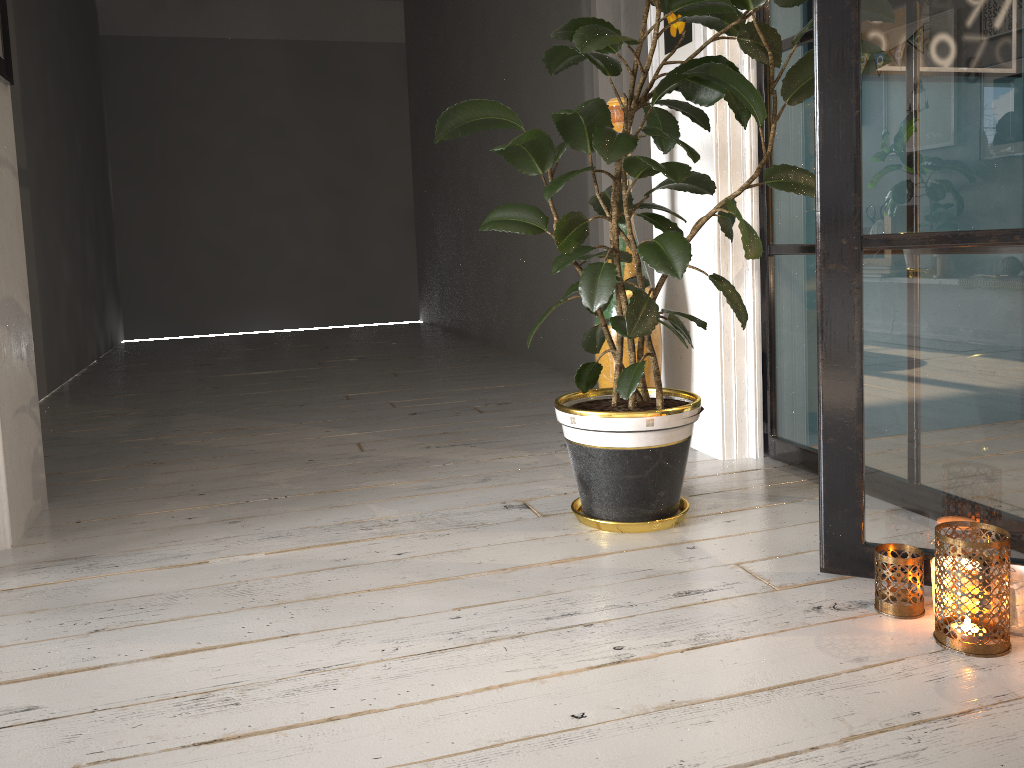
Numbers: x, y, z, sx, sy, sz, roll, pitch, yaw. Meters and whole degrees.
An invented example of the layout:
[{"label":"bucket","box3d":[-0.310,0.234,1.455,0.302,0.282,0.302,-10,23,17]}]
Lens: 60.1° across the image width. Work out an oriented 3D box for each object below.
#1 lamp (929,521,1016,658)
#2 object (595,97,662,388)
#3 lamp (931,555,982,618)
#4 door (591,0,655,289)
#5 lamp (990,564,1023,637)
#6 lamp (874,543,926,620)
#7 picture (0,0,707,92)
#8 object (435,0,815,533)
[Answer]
[{"label":"lamp","box3d":[0.752,0.332,1.446,0.115,0.186,0.115,-4,6,-18]},{"label":"object","box3d":[0.362,-0.333,2.808,0.216,1.116,0.216,-5,6,-22]},{"label":"lamp","box3d":[0.775,0.361,1.543,0.081,0.098,0.081,0,7,23]},{"label":"door","box3d":[0.636,-1.087,3.755,0.178,2.292,1.043,-4,6,-17]},{"label":"lamp","box3d":[0.852,0.365,1.493,0.081,0.098,0.081,0,7,23]},{"label":"lamp","box3d":[0.695,0.353,1.588,0.085,0.109,0.084,-8,9,-41]},{"label":"picture","box3d":[-0.413,-1.247,2.493,1.948,0.748,0.361,-5,6,-17]},{"label":"object","box3d":[0.860,-0.352,0.641,1.012,1.781,3.921,-4,8,-17]}]
